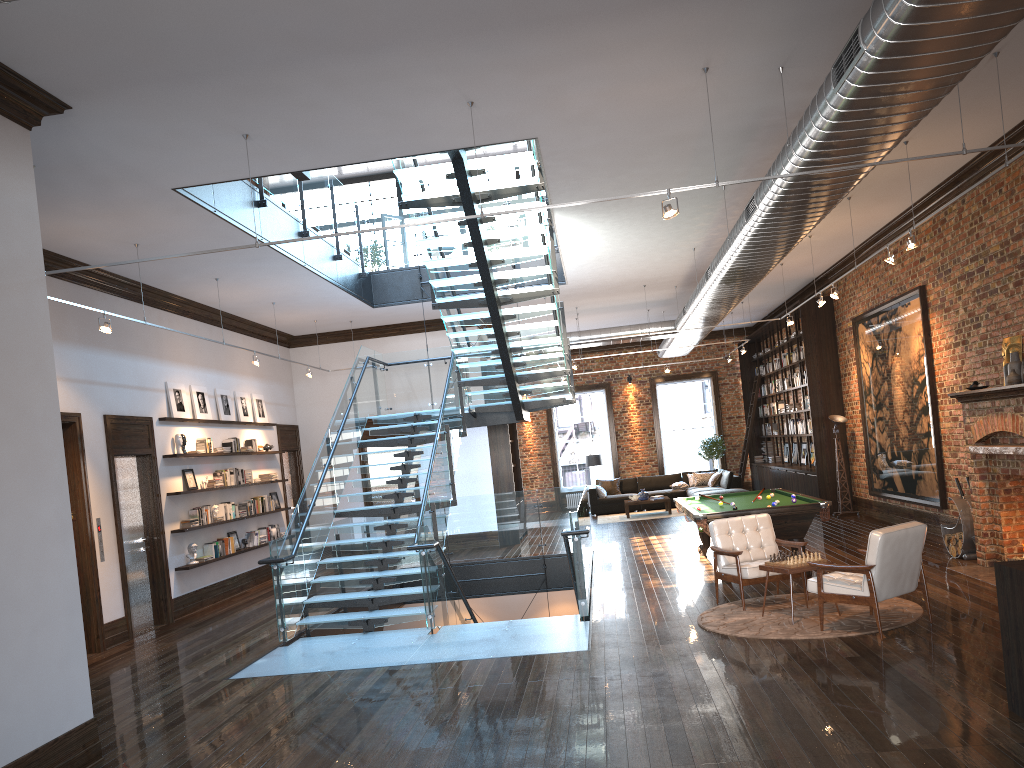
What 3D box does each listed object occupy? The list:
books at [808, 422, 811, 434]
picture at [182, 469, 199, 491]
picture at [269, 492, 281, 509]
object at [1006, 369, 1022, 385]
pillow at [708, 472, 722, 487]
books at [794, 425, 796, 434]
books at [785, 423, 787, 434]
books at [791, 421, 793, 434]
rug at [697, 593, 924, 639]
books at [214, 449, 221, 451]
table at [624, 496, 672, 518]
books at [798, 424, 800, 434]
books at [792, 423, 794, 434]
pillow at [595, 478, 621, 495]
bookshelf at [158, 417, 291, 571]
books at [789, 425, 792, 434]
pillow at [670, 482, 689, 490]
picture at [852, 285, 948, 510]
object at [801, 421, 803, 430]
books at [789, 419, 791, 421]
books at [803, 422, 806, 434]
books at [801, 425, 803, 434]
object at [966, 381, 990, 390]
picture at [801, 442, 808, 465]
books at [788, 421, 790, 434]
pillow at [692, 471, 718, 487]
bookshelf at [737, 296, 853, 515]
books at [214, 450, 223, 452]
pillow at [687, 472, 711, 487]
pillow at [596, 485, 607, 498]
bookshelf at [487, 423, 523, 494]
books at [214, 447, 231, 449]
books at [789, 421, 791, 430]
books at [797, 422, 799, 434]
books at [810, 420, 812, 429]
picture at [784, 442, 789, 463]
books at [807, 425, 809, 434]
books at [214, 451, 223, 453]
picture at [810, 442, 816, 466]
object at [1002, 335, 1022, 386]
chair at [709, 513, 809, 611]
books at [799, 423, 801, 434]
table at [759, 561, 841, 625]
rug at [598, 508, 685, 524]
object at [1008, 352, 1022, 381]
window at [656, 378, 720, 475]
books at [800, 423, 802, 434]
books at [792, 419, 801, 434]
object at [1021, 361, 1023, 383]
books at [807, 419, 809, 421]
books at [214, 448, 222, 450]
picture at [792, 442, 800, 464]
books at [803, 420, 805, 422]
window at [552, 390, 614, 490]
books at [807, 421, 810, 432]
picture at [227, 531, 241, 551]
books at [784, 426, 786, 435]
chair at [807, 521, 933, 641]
[{"bbox_3d":[6.219,0.896,18.316,0.176,0.246,0.039,-6,0,6],"label":"books"},{"bbox_3d":[-4.517,1.342,12.451,0.077,0.300,0.300,-6,-2,5],"label":"picture"},{"bbox_3d":[-4.154,2.048,15.568,0.077,0.300,0.300,-6,-2,5],"label":"picture"},{"bbox_3d":[5.052,-0.066,8.933,0.135,0.169,0.136,-5,-2,-42],"label":"object"},{"bbox_3d":[4.865,2.304,21.266,0.314,0.355,0.630,-6,-3,5],"label":"pillow"},{"bbox_3d":[6.365,0.999,19.663,0.191,0.205,0.025,-6,0,6],"label":"books"},{"bbox_3d":[6.438,1.029,20.516,0.189,0.260,0.027,-6,0,6],"label":"books"},{"bbox_3d":[6.388,0.977,19.948,0.185,0.288,0.016,-6,1,6],"label":"books"},{"bbox_3d":[2.698,2.105,8.140,1.972,0.015,1.973,-7,-4,7],"label":"rug"},{"bbox_3d":[-4.438,0.990,13.227,0.125,0.014,0.214,-6,-4,5],"label":"books"},{"bbox_3d":[3.100,2.818,20.309,1.001,0.345,1.002,-6,-4,6],"label":"table"},{"bbox_3d":[6.339,0.977,19.379,0.153,0.221,0.034,-6,0,6],"label":"books"},{"bbox_3d":[6.363,0.986,19.788,0.187,0.251,0.050,-6,0,6],"label":"books"},{"bbox_3d":[2.399,2.578,22.203,0.701,0.439,0.305,-6,-1,6],"label":"pillow"},{"bbox_3d":[-4.300,1.595,13.832,0.200,2.052,4.081,-6,-3,5],"label":"bookshelf"},{"bbox_3d":[6.413,1.033,20.184,0.175,0.206,0.031,-6,0,6],"label":"books"},{"bbox_3d":[4.107,2.512,21.785,0.409,0.204,0.611,-6,-4,3],"label":"pillow"},{"bbox_3d":[5.772,0.284,13.402,0.080,2.999,3.204,-6,-2,5],"label":"picture"},{"bbox_3d":[6.298,0.925,19.047,0.166,0.282,0.015,-6,1,6],"label":"object"},{"bbox_3d":[6.431,0.975,20.309,0.144,0.337,0.013,-6,1,6],"label":"books"},{"bbox_3d":[6.268,0.923,18.739,0.191,0.245,0.031,-6,0,6],"label":"books"},{"bbox_3d":[6.287,0.970,18.972,0.174,0.184,0.034,-6,0,6],"label":"books"},{"bbox_3d":[4.987,0.017,9.501,0.238,0.105,0.236,-7,-4,16],"label":"object"},{"bbox_3d":[6.462,1.540,19.620,0.112,0.497,0.508,-6,-2,5],"label":"picture"},{"bbox_3d":[6.430,0.999,20.378,0.184,0.301,0.016,-6,1,6],"label":"books"},{"bbox_3d":[4.740,2.320,21.748,0.612,0.361,0.288,-6,-1,10],"label":"pillow"},{"bbox_3d":[6.159,0.643,19.993,0.601,3.995,7.417,-6,-3,5],"label":"bookshelf"},{"bbox_3d":[-4.431,1.005,13.242,0.159,0.014,0.183,-6,-4,5],"label":"books"},{"bbox_3d":[4.688,2.366,21.934,0.704,0.338,0.270,-6,-1,6],"label":"pillow"},{"bbox_3d":[2.197,2.647,21.836,0.244,0.305,0.574,-6,-3,6],"label":"pillow"},{"bbox_3d":[-0.134,1.372,17.741,0.401,3.515,1.782,-6,0,5],"label":"bookshelf"},{"bbox_3d":[-4.410,0.972,13.513,0.142,0.011,0.257,-7,-4,10],"label":"books"},{"bbox_3d":[6.430,0.986,20.283,0.170,0.311,0.038,-6,0,6],"label":"books"},{"bbox_3d":[6.341,0.957,19.439,0.159,0.269,0.032,-6,0,6],"label":"books"},{"bbox_3d":[6.239,0.871,18.276,0.159,0.285,0.014,-6,1,6],"label":"books"},{"bbox_3d":[6.643,1.659,21.436,0.112,0.497,0.508,-6,-2,5],"label":"picture"},{"bbox_3d":[6.240,0.937,18.466,0.169,0.183,0.027,-6,0,6],"label":"books"},{"bbox_3d":[-4.434,1.019,13.228,0.156,0.015,0.211,-6,-4,5],"label":"books"},{"bbox_3d":[6.376,1.483,18.752,0.112,0.497,0.508,-6,-2,5],"label":"picture"},{"bbox_3d":[5.333,-0.235,9.504,0.125,0.536,0.409,-6,-1,5],"label":"object"},{"bbox_3d":[2.462,1.760,8.833,0.766,0.865,0.744,-6,-2,-14],"label":"chair"},{"bbox_3d":[6.312,0.959,19.189,0.167,0.234,0.032,-6,0,6],"label":"books"},{"bbox_3d":[2.589,1.869,8.027,0.515,0.494,0.465,-5,-2,-19],"label":"table"},{"bbox_3d":[2.960,2.999,20.199,2.023,0.003,2.117,-6,-4,5],"label":"rug"},{"bbox_3d":[5.183,-0.155,9.121,0.146,0.349,0.144,-6,0,42],"label":"object"},{"bbox_3d":[4.793,1.270,24.215,1.521,2.752,0.155,-6,1,6],"label":"window"},{"bbox_3d":[6.305,0.944,19.070,0.179,0.246,0.031,-6,0,6],"label":"books"},{"bbox_3d":[6.360,0.951,19.755,0.186,0.317,0.015,-6,1,6],"label":"books"},{"bbox_3d":[5.201,-0.117,8.938,0.121,0.242,0.120,-6,0,25],"label":"object"},{"bbox_3d":[6.258,0.889,18.618,0.178,0.297,0.014,-6,1,6],"label":"books"},{"bbox_3d":[-4.439,0.977,13.236,0.152,0.013,0.195,-6,-4,5],"label":"books"},{"bbox_3d":[6.546,1.595,20.459,0.112,0.497,0.508,-6,-2,5],"label":"picture"},{"bbox_3d":[6.289,0.907,18.861,0.152,0.292,0.031,-6,0,6],"label":"books"},{"bbox_3d":[1.961,1.586,24.503,1.521,2.752,0.155,-6,1,6],"label":"window"},{"bbox_3d":[6.243,0.889,18.424,0.175,0.272,0.031,-6,0,6],"label":"books"},{"bbox_3d":[-4.289,2.426,13.700,0.077,0.300,0.300,-6,-2,5],"label":"picture"},{"bbox_3d":[6.483,1.077,20.802,0.178,0.205,0.068,-6,0,6],"label":"books"},{"bbox_3d":[2.954,1.596,7.350,0.765,0.865,0.745,-5,-2,-34],"label":"chair"}]
